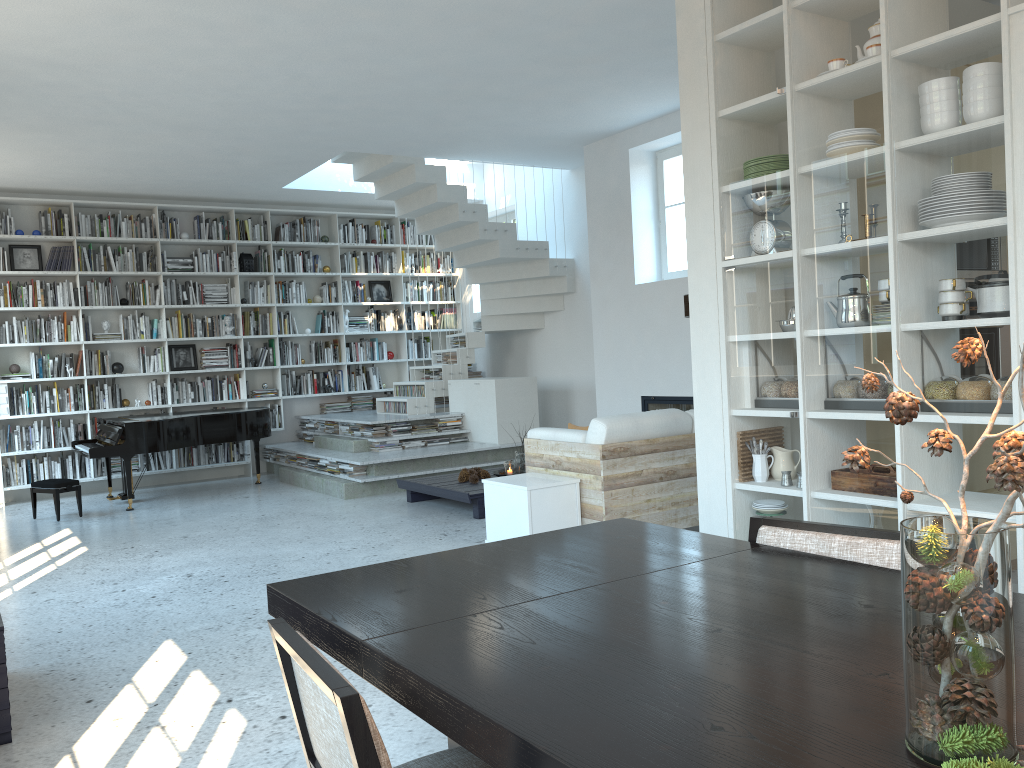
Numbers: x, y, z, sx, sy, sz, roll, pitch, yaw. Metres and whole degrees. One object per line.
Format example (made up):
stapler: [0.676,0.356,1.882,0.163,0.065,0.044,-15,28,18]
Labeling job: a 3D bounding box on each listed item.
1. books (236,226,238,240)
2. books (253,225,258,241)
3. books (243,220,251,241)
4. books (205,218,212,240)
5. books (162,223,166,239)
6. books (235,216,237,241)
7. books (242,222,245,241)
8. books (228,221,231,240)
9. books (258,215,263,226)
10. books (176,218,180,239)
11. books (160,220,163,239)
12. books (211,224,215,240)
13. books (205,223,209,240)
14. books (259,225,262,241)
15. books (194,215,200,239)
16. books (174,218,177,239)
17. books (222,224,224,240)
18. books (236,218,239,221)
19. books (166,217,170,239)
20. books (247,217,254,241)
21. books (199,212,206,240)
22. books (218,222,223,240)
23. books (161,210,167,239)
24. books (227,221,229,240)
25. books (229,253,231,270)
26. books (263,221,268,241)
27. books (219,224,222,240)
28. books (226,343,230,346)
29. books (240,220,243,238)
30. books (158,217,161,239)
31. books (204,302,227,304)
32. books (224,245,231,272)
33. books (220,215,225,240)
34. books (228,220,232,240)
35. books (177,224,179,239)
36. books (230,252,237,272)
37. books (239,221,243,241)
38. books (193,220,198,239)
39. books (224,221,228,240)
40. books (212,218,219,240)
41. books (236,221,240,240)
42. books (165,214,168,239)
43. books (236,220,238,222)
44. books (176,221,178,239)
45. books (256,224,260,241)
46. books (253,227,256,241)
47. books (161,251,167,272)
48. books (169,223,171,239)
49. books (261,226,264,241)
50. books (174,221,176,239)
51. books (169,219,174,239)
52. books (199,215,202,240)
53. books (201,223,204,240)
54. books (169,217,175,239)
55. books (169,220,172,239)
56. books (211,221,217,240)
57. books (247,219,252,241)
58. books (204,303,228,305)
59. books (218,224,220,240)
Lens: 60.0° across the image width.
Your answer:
books: [-3.255,-1.756,10.432,0.015,0.193,0.160,-5,3,-33]
books: [-3.064,-1.774,10.540,0.024,0.202,0.180,-5,3,-33]
books: [-3.150,-1.794,10.482,0.054,0.255,0.190,-5,3,-33]
books: [-3.518,-1.775,10.274,0.028,0.270,0.140,-5,3,-33]
books: [-3.936,-1.705,9.986,0.026,0.194,0.166,-5,3,-33]
books: [-3.264,-1.807,10.418,0.007,0.298,0.181,-5,3,-33]
books: [-3.182,-1.781,10.458,0.015,0.234,0.171,-5,3,-33]
books: [-3.330,-1.773,10.382,0.014,0.239,0.153,-5,3,-33]
books: [-3.001,-1.844,10.611,0.012,0.330,0.128,-5,3,-33]
books: [-3.802,-1.746,10.075,0.011,0.256,0.143,-5,3,-33]
books: [-3.964,-1.720,9.982,0.023,0.228,0.157,-5,3,-33]
books: [-3.480,-1.743,10.275,0.033,0.203,0.166,-5,3,-33]
books: [-3.539,-1.743,10.239,0.050,0.211,0.173,-5,3,-33]
books: [-3.027,-1.778,10.583,0.025,0.203,0.162,-5,3,-33]
books: [-3.619,-1.778,10.184,0.014,0.292,0.176,-5,3,-33]
books: [-3.826,-1.744,10.056,0.005,0.255,0.168,-5,3,-33]
books: [-3.393,-1.752,10.357,0.014,0.204,0.135,-5,3,-33]
books: [-3.238,-1.800,10.444,0.007,0.279,0.150,-5,3,-33]
books: [-3.889,-1.744,10.008,0.011,0.265,0.163,-5,3,-33]
books: [-3.101,-1.819,10.518,0.010,0.298,0.167,-5,3,-33]
books: [-3.565,-1.801,10.216,0.010,0.331,0.186,-5,3,-33]
books: [-3.414,-1.765,10.351,0.026,0.234,0.137,-5,3,-33]
books: [-3.930,-1.780,10.005,0.014,0.341,0.145,-5,3,-33]
books: [-3.346,-1.775,10.382,0.014,0.244,0.145,-5,3,-33]
books: [-3.331,-1.436,10.403,0.010,0.299,0.133,-5,3,-33]
books: [-2.964,-1.807,10.596,0.029,0.253,0.186,-5,3,-33]
books: [-3.409,-1.748,10.301,0.023,0.202,0.193,-5,3,-33]
books: [-3.329,-0.331,10.421,0.011,0.299,0.130,-5,3,-33]
books: [-3.202,-1.794,10.466,0.008,0.262,0.142,-5,3,-33]
books: [-3.975,-1.731,9.953,0.026,0.253,0.185,-5,3,-33]
books: [-3.458,-0.939,10.309,0.254,0.012,0.161,-4,2,-30]
books: [-3.332,-1.453,10.381,0.012,0.334,0.155,-5,3,-33]
books: [-3.381,-1.804,10.357,0.012,0.308,0.138,-5,3,-33]
books: [-3.319,-1.783,10.397,0.022,0.257,0.136,-5,3,-33]
books: [-3.812,-1.711,10.076,0.010,0.187,0.152,-5,3,-33]
books: [-3.265,-1.407,10.348,0.037,0.237,0.272,-5,3,-33]
books: [-3.215,-1.792,10.448,0.034,0.261,0.157,-5,3,-33]
books: [-3.638,-1.754,10.193,0.012,0.245,0.151,-5,3,-33]
books: [-3.358,-1.773,10.362,0.028,0.244,0.161,-5,3,-33]
books: [-3.439,-1.780,10.290,0.010,0.270,0.180,-5,3,-33]
books: [-3.234,-1.780,10.416,0.007,0.239,0.191,-5,3,-33]
books: [-3.916,-1.758,10.008,0.010,0.296,0.153,-5,3,-33]
books: [-3.237,-1.790,10.432,0.006,0.260,0.166,-5,3,-33]
books: [-3.829,-1.742,10.077,0.013,0.250,0.148,-5,3,-33]
books: [-3.039,-1.781,10.551,0.031,0.213,0.169,-5,3,-33]
books: [-3.083,-1.762,10.526,0.022,0.180,0.173,-5,3,-33]
books: [-3.919,-1.365,9.982,0.021,0.249,0.191,-5,3,-33]
books: [-3.880,-1.710,10.029,0.023,0.195,0.172,-5,3,-33]
books: [-3.003,-1.775,10.590,0.022,0.194,0.181,-5,3,-33]
books: [-3.835,-1.725,10.053,0.016,0.219,0.144,-5,3,-33]
books: [-3.864,-1.738,10.047,0.014,0.248,0.139,-5,3,-33]
books: [-3.604,-1.781,10.203,0.011,0.296,0.157,-5,3,-33]
books: [-3.591,-1.739,10.226,0.031,0.208,0.146,-5,3,-33]
books: [-3.850,-1.747,10.048,0.013,0.264,0.147,-5,3,-33]
books: [-3.879,-1.730,10.053,0.006,0.233,0.136,-5,3,-33]
books: [-3.460,-1.762,10.294,0.023,0.236,0.154,-5,3,-33]
books: [-3.126,-1.806,10.522,0.030,0.274,0.151,-5,3,-33]
books: [-3.456,-0.927,10.307,0.254,0.012,0.161,-4,2,-37]
books: [-3.434,-1.754,10.306,0.012,0.217,0.179,-5,3,-33]
